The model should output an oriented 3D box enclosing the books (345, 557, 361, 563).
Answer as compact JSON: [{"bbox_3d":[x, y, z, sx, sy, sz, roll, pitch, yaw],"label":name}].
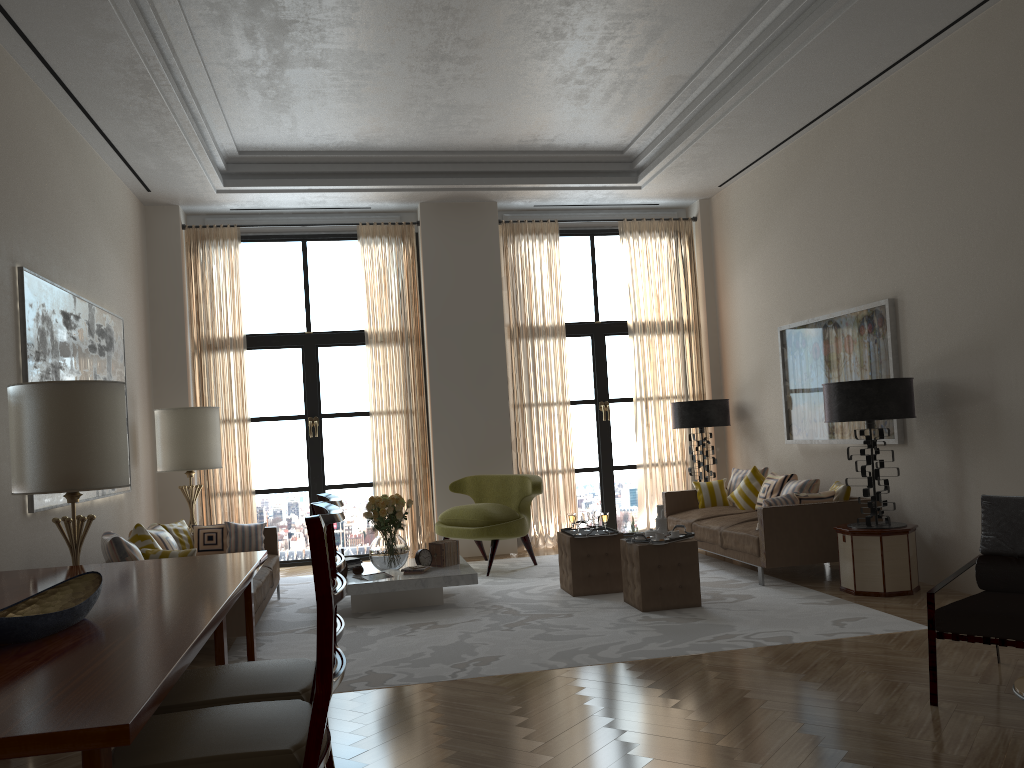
[{"bbox_3d":[-1.802,1.907,9.563,0.260,0.030,0.207,0,-4,-43],"label":"books"}]

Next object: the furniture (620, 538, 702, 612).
[{"bbox_3d":[1.412,1.799,8.475,0.613,0.615,0.614,-3,-2,-10],"label":"furniture"}]

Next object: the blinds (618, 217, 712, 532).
[{"bbox_3d":[2.343,-0.065,13.448,1.242,4.870,0.419,-3,-2,-8],"label":"blinds"}]

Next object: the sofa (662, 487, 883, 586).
[{"bbox_3d":[2.942,1.730,10.558,1.351,0.819,2.983,-3,-3,-10],"label":"sofa"}]

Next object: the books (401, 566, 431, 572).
[{"bbox_3d":[-0.989,1.907,9.138,0.255,0.026,0.202,-4,-3,15],"label":"books"}]

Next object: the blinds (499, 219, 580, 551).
[{"bbox_3d":[0.401,0.029,13.097,0.959,4.870,0.419,-3,-2,-8],"label":"blinds"}]

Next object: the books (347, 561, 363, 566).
[{"bbox_3d":[-1.796,1.935,9.571,0.230,0.024,0.280,-6,-4,45],"label":"books"}]

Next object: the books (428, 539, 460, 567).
[{"bbox_3d":[-0.730,1.818,9.533,0.211,0.264,0.281,-5,-3,40],"label":"books"}]

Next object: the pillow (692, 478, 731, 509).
[{"bbox_3d":[2.671,1.482,11.786,0.482,0.432,0.318,-3,-2,0],"label":"pillow"}]

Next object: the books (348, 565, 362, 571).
[{"bbox_3d":[-1.791,1.989,9.568,0.280,0.035,0.207,0,-4,-43],"label":"books"}]

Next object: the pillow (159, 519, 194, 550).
[{"bbox_3d":[-3.612,1.720,9.597,0.296,0.475,0.516,-4,-2,11],"label":"pillow"}]

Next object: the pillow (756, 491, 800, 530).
[{"bbox_3d":[2.798,1.360,9.353,0.498,0.427,0.327,-2,-2,-22],"label":"pillow"}]

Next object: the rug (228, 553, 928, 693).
[{"bbox_3d":[0.076,2.195,9.256,5.516,0.065,5.739,-3,-3,-10],"label":"rug"}]

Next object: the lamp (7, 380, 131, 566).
[{"bbox_3d":[-3.139,1.128,6.367,0.767,2.253,0.768,-2,-2,-44],"label":"lamp"}]

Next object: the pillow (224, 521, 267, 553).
[{"bbox_3d":[-2.932,1.718,9.772,0.498,0.427,0.327,-2,-2,-22],"label":"pillow"}]

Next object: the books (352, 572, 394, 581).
[{"bbox_3d":[-1.411,1.941,8.983,0.281,0.038,0.384,-1,-4,-38],"label":"books"}]

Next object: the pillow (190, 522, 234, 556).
[{"bbox_3d":[-3.298,1.741,9.742,0.464,0.411,0.304,-3,-2,-12],"label":"pillow"}]

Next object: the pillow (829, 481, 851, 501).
[{"bbox_3d":[3.475,1.301,9.530,0.296,0.475,0.516,-4,-2,11],"label":"pillow"}]

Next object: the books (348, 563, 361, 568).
[{"bbox_3d":[-1.794,1.959,9.558,0.207,0.024,0.262,-6,-4,43],"label":"books"}]

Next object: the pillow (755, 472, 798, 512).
[{"bbox_3d":[3.202,1.355,10.751,0.403,0.547,0.618,-3,-2,-7],"label":"pillow"}]

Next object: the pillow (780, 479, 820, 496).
[{"bbox_3d":[3.332,1.391,10.386,0.371,0.565,0.660,-3,-3,-15],"label":"pillow"}]

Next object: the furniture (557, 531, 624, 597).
[{"bbox_3d":[0.842,1.884,9.418,0.613,0.615,0.614,-3,-2,-10],"label":"furniture"}]

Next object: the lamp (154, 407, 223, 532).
[{"bbox_3d":[-3.962,1.428,10.954,0.768,2.253,0.767,-5,-2,43],"label":"lamp"}]

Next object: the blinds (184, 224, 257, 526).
[{"bbox_3d":[-4.012,0.249,12.297,0.780,4.882,0.420,-3,-2,-8],"label":"blinds"}]

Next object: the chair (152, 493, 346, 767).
[{"bbox_3d":[-1.091,1.237,3.603,0.877,1.504,0.657,-3,-2,-10],"label":"chair"}]

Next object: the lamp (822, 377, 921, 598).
[{"bbox_3d":[3.499,0.978,8.567,0.829,2.017,0.830,-3,-2,-10],"label":"lamp"}]

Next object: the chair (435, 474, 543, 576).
[{"bbox_3d":[-0.382,1.801,11.417,1.029,1.212,1.793,-1,-3,-43],"label":"chair"}]

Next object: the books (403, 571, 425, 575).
[{"bbox_3d":[-0.998,1.931,9.135,0.197,0.024,0.256,-4,-3,7],"label":"books"}]

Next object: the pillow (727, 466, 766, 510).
[{"bbox_3d":[3.075,1.354,11.307,0.768,0.616,0.355,-5,-3,34],"label":"pillow"}]

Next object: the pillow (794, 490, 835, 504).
[{"bbox_3d":[3.164,1.343,9.383,0.464,0.411,0.304,-3,-2,-12],"label":"pillow"}]

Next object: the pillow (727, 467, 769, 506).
[{"bbox_3d":[3.083,1.392,11.711,0.355,0.576,0.624,-2,-3,-32],"label":"pillow"}]

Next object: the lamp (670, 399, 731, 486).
[{"bbox_3d":[2.760,1.251,12.729,0.829,2.017,0.830,-3,-2,-6],"label":"lamp"}]

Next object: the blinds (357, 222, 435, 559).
[{"bbox_3d":[-1.661,0.129,12.722,0.873,4.870,0.418,-3,-2,-7],"label":"blinds"}]

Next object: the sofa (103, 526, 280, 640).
[{"bbox_3d":[-3.040,1.970,8.551,1.351,0.819,2.983,-3,-3,-10],"label":"sofa"}]

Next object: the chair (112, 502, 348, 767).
[{"bbox_3d":[-0.965,1.195,2.968,0.877,1.504,0.657,-3,-2,-10],"label":"chair"}]

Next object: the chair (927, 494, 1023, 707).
[{"bbox_3d":[3.100,1.263,5.248,0.878,1.134,1.134,-5,-3,45],"label":"chair"}]
